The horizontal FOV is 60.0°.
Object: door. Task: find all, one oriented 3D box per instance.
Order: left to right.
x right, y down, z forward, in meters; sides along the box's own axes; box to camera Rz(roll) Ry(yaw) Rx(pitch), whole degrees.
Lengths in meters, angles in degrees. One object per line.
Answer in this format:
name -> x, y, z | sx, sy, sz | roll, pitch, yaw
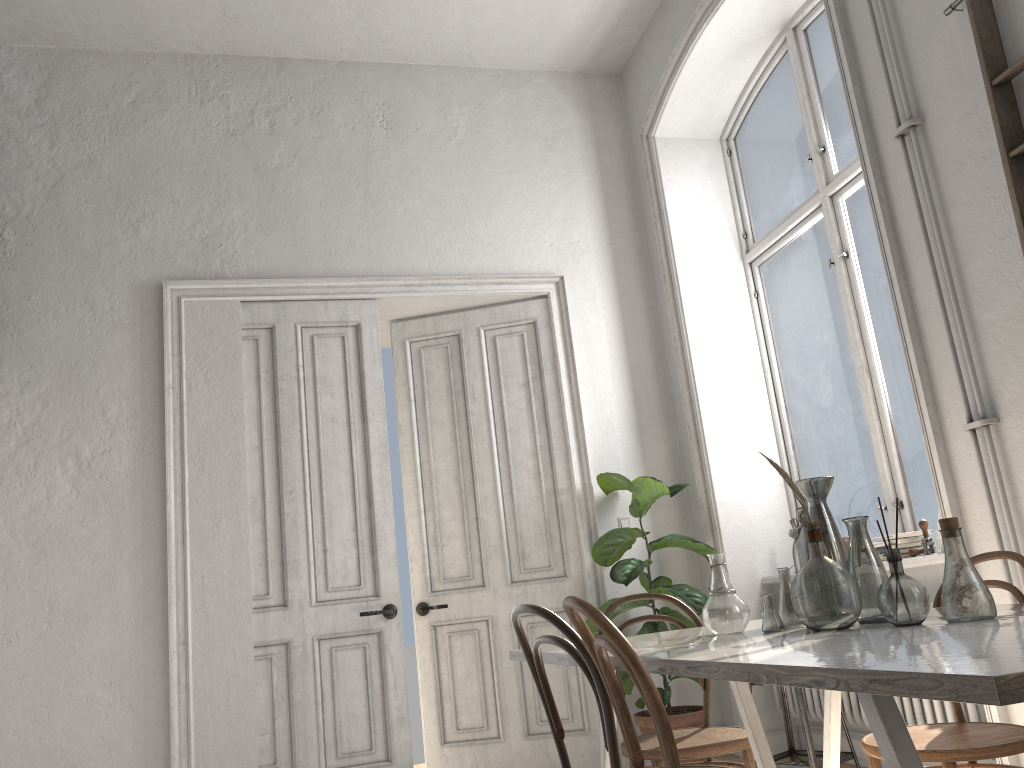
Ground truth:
door -> -1.194, 0.876, 4.889 | 1.097, 2.808, 0.216 | -3, -14, -13
door -> -0.110, 0.868, 5.340 | 1.097, 2.808, 0.216 | -9, -14, 9

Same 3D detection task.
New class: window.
window -> 1.759, -0.571, 4.629 | 0.013, 2.837, 1.626 | -3, -15, -15

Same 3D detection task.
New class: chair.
chair -> 0.321, 0.988, 2.196 | 0.549, 0.919, 0.439 | -2, -15, -19
chair -> 0.562, 1.149, 2.921 | 0.438, 0.919, 0.550 | -5, -14, -7
chair -> 0.422, 0.832, 1.639 | 0.549, 0.919, 0.439 | -6, -14, -4
chair -> 1.262, 1.529, 3.910 | 0.360, 0.521, 0.364 | 6, -19, -40
chair -> 1.230, 0.944, 2.428 | 0.549, 0.919, 0.439 | -2, -15, -17

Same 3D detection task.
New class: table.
table -> 0.819, 0.951, 1.996 | 1.100, 0.778, 2.205 | -3, -15, -15

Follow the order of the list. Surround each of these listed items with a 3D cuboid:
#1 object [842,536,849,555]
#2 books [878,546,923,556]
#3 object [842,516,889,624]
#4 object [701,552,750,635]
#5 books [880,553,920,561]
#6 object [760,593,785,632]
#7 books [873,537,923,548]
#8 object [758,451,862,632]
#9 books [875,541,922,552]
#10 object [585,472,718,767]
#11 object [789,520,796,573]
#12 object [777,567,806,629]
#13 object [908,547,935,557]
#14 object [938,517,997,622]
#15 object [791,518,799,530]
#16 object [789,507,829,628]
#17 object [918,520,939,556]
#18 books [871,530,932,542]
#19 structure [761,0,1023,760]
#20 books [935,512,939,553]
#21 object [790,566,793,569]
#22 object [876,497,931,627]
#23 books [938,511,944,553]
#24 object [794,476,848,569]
object -> 1.677, 0.839, 4.440 | 0.102, 0.142, 0.100 | 5, -18, -39
books -> 1.782, 0.774, 4.087 | 0.155, 0.022, 0.205 | -8, -15, 5
object -> 0.868, 0.455, 2.176 | 0.100, 0.254, 0.099 | 4, -18, -37
object -> 0.587, 0.584, 2.478 | 0.132, 0.219, 0.132 | 0, -16, -25
books -> 1.787, 0.797, 4.089 | 0.147, 0.023, 0.221 | -16, -17, 32
object -> 0.669, 0.592, 2.294 | 0.058, 0.094, 0.058 | -10, -15, 13
books -> 1.766, 0.732, 4.090 | 0.155, 0.020, 0.205 | 0, -16, -24
object -> 0.715, 0.355, 2.104 | 0.157, 0.445, 0.157 | -7, -14, 3
books -> 1.779, 0.752, 4.090 | 0.147, 0.023, 0.221 | -7, -14, 1
object -> 1.131, 0.470, 2.406 | 0.792, 1.838, 5.839 | -4, -15, -10
object -> 1.592, 0.902, 4.936 | 0.095, 0.288, 0.095 | -11, -15, 16
object -> 0.743, 0.573, 2.382 | 0.083, 0.157, 0.084 | -2, -15, -19
object -> 1.831, 0.733, 3.914 | 0.153, 0.048, 0.088 | -13, -16, 24
object -> 0.940, 0.387, 1.863 | 0.101, 0.211, 0.101 | -13, -15, 23
object -> 1.564, 0.873, 4.812 | 0.095, 0.288, 0.095 | -8, -14, 7
object -> 0.769, 0.466, 2.270 | 0.086, 0.300, 0.086 | 1, -16, -29
object -> 1.791, 0.663, 3.832 | 0.088, 0.152, 0.048 | 7, -20, -43
books -> 1.787, 0.702, 4.083 | 0.174, 0.019, 0.244 | -5, -15, -5
structure -> 1.801, -0.866, 2.809 | 0.340, 4.465, 5.193 | -3, -15, -15
books -> 1.876, 0.614, 3.773 | 0.155, 0.194, 0.105 | -2, -15, -16
object -> 1.277, 1.009, 4.016 | 0.154, 0.382, 0.164 | 6, -19, -40
object -> 0.839, 0.384, 1.946 | 0.106, 0.283, 0.107 | -1, -15, -20
books -> 1.878, 0.584, 3.740 | 0.174, 0.234, 0.100 | -3, -15, -15
object -> 0.849, 0.449, 2.400 | 0.116, 0.382, 0.116 | -6, -14, -4
